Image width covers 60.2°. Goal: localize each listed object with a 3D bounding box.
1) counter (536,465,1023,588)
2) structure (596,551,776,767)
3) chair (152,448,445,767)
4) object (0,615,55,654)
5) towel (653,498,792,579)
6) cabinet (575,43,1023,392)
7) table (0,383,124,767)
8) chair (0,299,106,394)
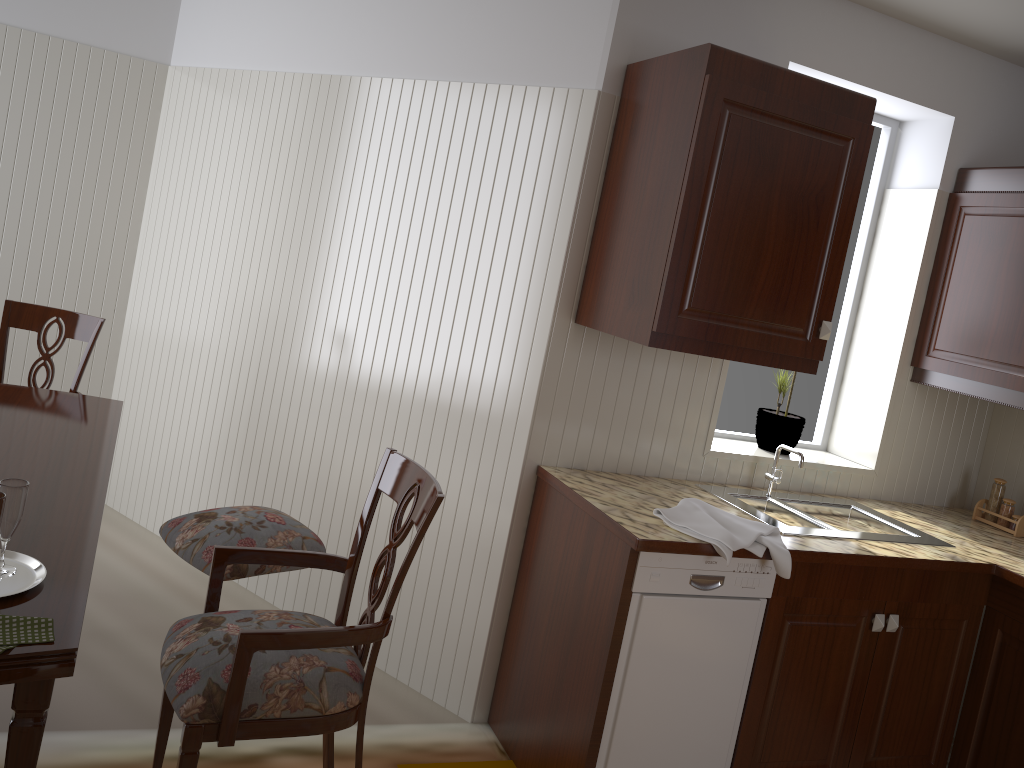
[{"bbox_3d":[1.412,0.658,1.742,1.816,0.032,2.816,8,9,-23],"label":"counter"},{"bbox_3d":[0.367,0.756,2.420,0.422,0.743,0.383,9,5,-23],"label":"structure"},{"bbox_3d":[-0.450,0.519,1.767,0.457,0.742,0.409,9,5,-26],"label":"chair"},{"bbox_3d":[-0.890,0.293,1.185,0.527,0.056,0.168,10,8,-9],"label":"object"},{"bbox_3d":[0.567,0.401,2.307,0.346,0.097,0.329,16,9,30],"label":"towel"},{"bbox_3d":[1.394,-0.194,1.615,1.362,0.774,2.814,8,8,-23],"label":"cabinet"},{"bbox_3d":[-1.280,0.435,1.832,0.731,0.554,1.698,9,8,-23],"label":"table"},{"bbox_3d":[-1.617,0.137,2.821,0.404,0.742,0.462,11,5,-1],"label":"chair"}]
